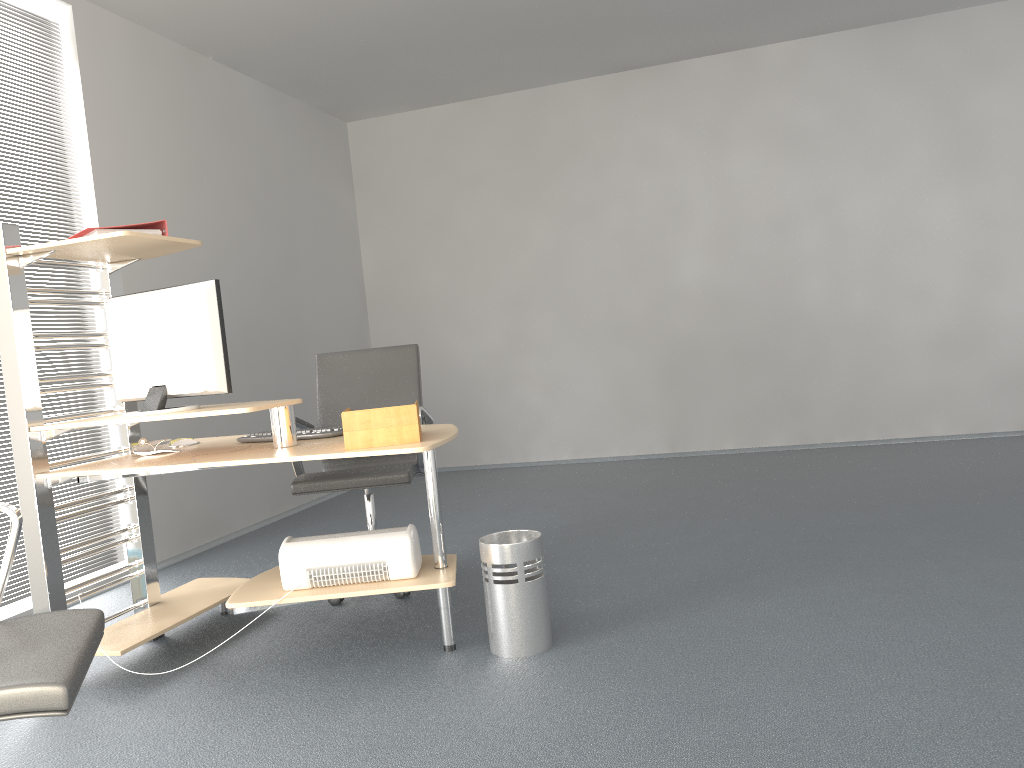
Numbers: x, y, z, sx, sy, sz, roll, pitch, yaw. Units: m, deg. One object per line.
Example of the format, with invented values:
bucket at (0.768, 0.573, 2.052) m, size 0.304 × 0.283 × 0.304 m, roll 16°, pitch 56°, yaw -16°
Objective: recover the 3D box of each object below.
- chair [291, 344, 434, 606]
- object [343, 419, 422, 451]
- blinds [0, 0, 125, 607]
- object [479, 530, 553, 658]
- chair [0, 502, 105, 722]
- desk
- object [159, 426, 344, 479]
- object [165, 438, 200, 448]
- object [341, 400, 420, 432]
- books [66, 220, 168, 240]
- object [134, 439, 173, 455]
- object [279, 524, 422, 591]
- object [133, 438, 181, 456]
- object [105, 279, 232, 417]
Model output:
chair at (-0.637, 0.370, 3.880) m, size 0.584 × 1.048 × 0.652 m, roll -6°, pitch 3°, yaw 2°
object at (-0.406, 0.153, 2.826) m, size 0.225 × 0.060 × 0.309 m, roll -6°, pitch 3°, yaw -5°
blinds at (-2.425, -0.391, 3.611) m, size 0.022 × 2.770 × 1.950 m, roll -5°, pitch 3°, yaw 16°
object at (0.013, 0.691, 2.933) m, size 0.208 × 0.377 × 0.208 m, roll -7°, pitch 3°, yaw -30°
chair at (-1.091, 0.521, 1.543) m, size 0.652 × 1.048 × 0.584 m, roll -7°, pitch 3°, yaw -18°
desk at (-0.824, 0.159, 3.201) m, size 1.469 × 1.566 × 0.967 m, roll -5°, pitch 3°, yaw 16°
object at (-0.900, 0.233, 3.105) m, size 0.478 × 0.082 × 0.814 m, roll -5°, pitch 3°, yaw 24°
object at (-1.314, 0.231, 3.533) m, size 0.132 × 0.026 × 0.132 m, roll -5°, pitch 3°, yaw 16°
object at (-0.411, 0.097, 2.824) m, size 0.225 × 0.060 × 0.309 m, roll -6°, pitch 3°, yaw -5°
books at (-1.388, -0.511, 3.088) m, size 0.262 × 0.072 × 0.320 m, roll -8°, pitch 3°, yaw -42°
object at (-1.351, 0.235, 3.340) m, size 0.134 × 0.042 × 0.022 m, roll -7°, pitch 3°, yaw -32°
object at (-0.527, 0.559, 2.997) m, size 0.438 × 0.162 × 0.351 m, roll -6°, pitch 3°, yaw 0°
object at (-1.302, 0.224, 3.247) m, size 0.159 × 0.064 × 0.054 m, roll -7°, pitch 3°, yaw -17°
object at (-1.209, -0.111, 2.986) m, size 0.516 × 0.418 × 0.245 m, roll -4°, pitch 3°, yaw 38°
